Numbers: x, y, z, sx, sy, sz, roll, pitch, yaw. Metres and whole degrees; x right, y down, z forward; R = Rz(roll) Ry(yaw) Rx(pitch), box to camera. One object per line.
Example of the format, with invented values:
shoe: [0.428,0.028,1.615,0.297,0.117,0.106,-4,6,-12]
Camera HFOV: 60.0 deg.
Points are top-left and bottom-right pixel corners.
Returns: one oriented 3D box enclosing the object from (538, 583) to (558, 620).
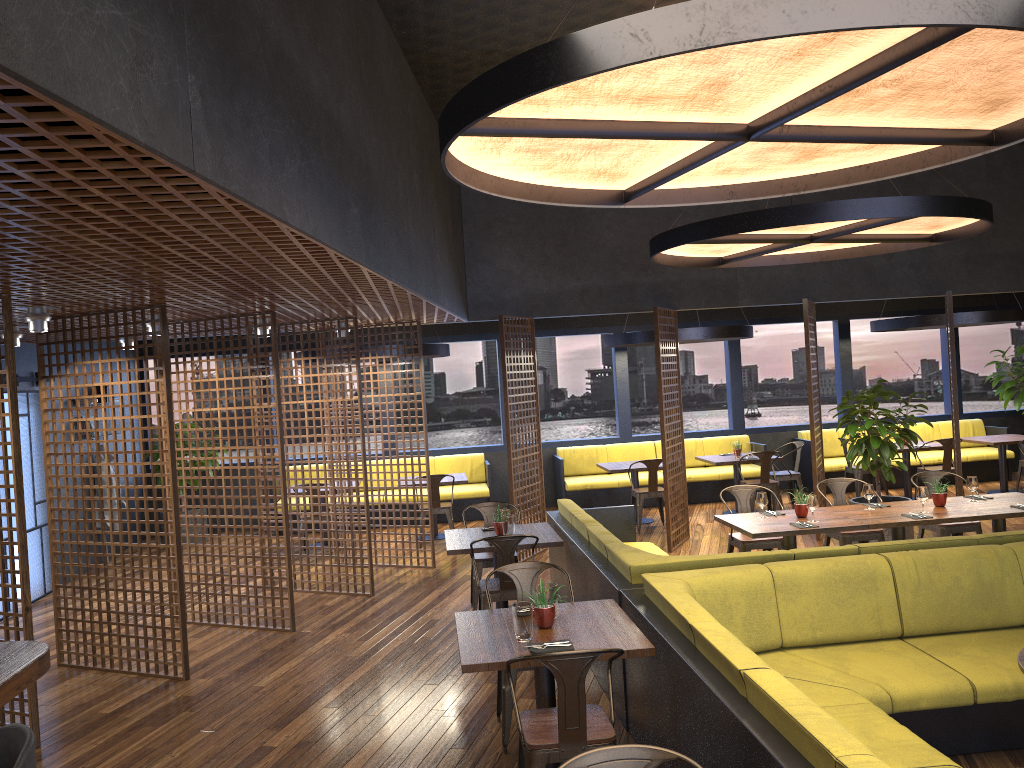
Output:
object: [0.191,1.137,4.629,0.102,0.178,0.102,-4,1,-20]

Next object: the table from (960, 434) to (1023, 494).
table: [6.836,1.132,12.315,0.887,0.763,0.906,-4,1,-6]

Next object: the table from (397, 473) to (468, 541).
table: [-1.014,1.616,11.563,0.887,0.763,0.906,-4,1,-6]

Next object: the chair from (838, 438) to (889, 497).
chair: [4.794,1.178,12.168,0.541,0.917,0.504,-4,1,-5]

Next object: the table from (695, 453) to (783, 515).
table: [3.061,1.364,11.957,0.906,0.763,0.887,-4,1,-6]

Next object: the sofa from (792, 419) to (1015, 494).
sofa: [5.972,1.096,13.552,3.061,0.914,0.966,-4,1,-5]

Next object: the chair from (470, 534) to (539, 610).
chair: [-0.039,1.526,6.545,0.504,0.917,0.541,-4,1,-5]

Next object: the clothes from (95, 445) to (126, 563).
clothes: [-5.026,1.496,11.142,0.401,1.494,0.423,-4,1,-10]

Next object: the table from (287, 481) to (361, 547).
table: [-2.405,1.702,11.430,0.887,0.763,0.906,-4,1,-6]

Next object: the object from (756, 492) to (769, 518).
object: [2.043,0.988,7.238,0.097,0.206,0.097,-3,1,40]

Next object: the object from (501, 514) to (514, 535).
object: [-0.028,1.127,7.006,0.102,0.178,0.102,-3,1,0]

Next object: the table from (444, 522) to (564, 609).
table: [-0.070,1.601,7.161,0.887,0.763,0.906,-4,1,-6]

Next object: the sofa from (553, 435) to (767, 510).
sofa: [2.207,1.329,13.191,3.061,0.914,0.966,-4,1,-5]

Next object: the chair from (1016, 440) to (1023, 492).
chair: [6.962,1.051,11.625,0.504,0.917,0.541,-4,1,-5]

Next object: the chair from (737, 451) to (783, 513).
chair: [3.153,1.286,11.260,0.504,0.917,0.541,-4,1,-5]

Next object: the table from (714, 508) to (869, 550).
table: [2.215,1.463,7.077,0.906,0.763,0.887,-4,1,-6]

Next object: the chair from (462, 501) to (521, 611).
chair: [-0.156,1.521,7.766,0.504,0.917,0.541,-4,1,-5]

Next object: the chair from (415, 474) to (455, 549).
chair: [-0.933,1.539,10.868,0.504,0.917,0.541,-4,1,-5]

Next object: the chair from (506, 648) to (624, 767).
chair: [0.241,1.535,3.851,0.504,0.917,0.541,-4,1,-5]

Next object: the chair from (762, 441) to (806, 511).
chair: [3.691,1.246,12.002,0.541,0.917,0.504,-4,1,-5]

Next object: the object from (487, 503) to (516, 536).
object: [-0.085,1.083,7.148,0.260,0.271,0.238,-4,1,-4]

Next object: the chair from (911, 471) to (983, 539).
chair: [3.937,1.270,8.018,0.504,0.917,0.541,-4,1,-5]

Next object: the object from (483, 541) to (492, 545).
object: [-0.100,1.213,6.840,0.255,0.019,0.157,-4,1,-6]

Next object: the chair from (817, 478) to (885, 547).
chair: [3.042,1.326,7.932,0.504,0.917,0.541,-4,1,-5]

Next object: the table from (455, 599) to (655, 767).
table: [0.193,1.612,4.473,0.887,0.763,0.906,-4,1,-6]

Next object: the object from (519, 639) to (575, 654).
object: [0.159,1.224,4.145,0.255,0.019,0.157,-4,1,-6]

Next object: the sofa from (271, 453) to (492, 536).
sofa: [-1.840,1.578,12.803,3.061,0.914,0.966,-4,1,-5]

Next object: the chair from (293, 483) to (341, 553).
chair: [-2.354,1.626,10.732,0.504,0.917,0.541,-4,1,-5]

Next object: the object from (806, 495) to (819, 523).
object: [2.346,0.973,6.926,0.097,0.206,0.097,-3,1,40]

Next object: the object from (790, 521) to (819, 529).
object: [2.231,1.075,6.802,0.157,0.019,0.255,-4,1,-5]

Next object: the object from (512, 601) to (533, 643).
object: [0.054,1.149,4.279,0.102,0.178,0.102,-4,1,-20]

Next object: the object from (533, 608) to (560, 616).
object: [0.130,1.219,4.783,0.255,0.019,0.157,-4,1,-6]

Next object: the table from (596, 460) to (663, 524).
table: [1.669,1.450,11.820,0.887,0.763,0.906,-4,1,-6]

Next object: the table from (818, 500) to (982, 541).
table: [3.116,1.408,7.163,0.906,0.763,0.887,-4,1,-6]

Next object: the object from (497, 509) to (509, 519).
object: [-0.068,1.127,7.325,0.102,0.178,0.102,-3,1,10]

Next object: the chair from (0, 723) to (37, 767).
chair: [-1.614,1.595,2.599,0.438,1.048,0.483,-4,1,-14]

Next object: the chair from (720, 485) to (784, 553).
chair: [2.141,1.381,7.846,0.504,0.917,0.541,-4,1,-5]

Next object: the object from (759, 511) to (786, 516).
object: [2.169,1.074,7.364,0.157,0.019,0.255,-4,1,-5]

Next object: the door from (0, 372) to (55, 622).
door: [-4.981,1.062,8.805,0.052,2.386,2.441,-4,1,-5]

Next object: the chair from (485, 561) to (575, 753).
chair: [0.123,1.531,5.092,0.504,0.917,0.541,-4,1,-5]

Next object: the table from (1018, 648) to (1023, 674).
table: [2.540,1.479,3.403,1.007,0.760,1.007,-3,1,32]

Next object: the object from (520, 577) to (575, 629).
object: [0.171,1.094,4.483,0.260,0.271,0.238,-4,1,-4]

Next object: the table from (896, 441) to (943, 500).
table: [5.445,1.217,12.186,0.906,0.763,0.887,-4,1,-6]

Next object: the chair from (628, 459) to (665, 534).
chair: [1.732,1.374,11.124,0.504,0.917,0.541,-4,1,-5]

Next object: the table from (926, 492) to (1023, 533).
table: [4.014,1.352,7.254,0.906,0.763,0.887,-4,1,-6]

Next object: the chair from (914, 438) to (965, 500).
chair: [5.541,1.139,11.489,0.504,0.917,0.541,-4,1,-5]

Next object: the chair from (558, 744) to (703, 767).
chair: [0.365,1.542,2.404,0.504,0.917,0.541,-4,1,-5]
